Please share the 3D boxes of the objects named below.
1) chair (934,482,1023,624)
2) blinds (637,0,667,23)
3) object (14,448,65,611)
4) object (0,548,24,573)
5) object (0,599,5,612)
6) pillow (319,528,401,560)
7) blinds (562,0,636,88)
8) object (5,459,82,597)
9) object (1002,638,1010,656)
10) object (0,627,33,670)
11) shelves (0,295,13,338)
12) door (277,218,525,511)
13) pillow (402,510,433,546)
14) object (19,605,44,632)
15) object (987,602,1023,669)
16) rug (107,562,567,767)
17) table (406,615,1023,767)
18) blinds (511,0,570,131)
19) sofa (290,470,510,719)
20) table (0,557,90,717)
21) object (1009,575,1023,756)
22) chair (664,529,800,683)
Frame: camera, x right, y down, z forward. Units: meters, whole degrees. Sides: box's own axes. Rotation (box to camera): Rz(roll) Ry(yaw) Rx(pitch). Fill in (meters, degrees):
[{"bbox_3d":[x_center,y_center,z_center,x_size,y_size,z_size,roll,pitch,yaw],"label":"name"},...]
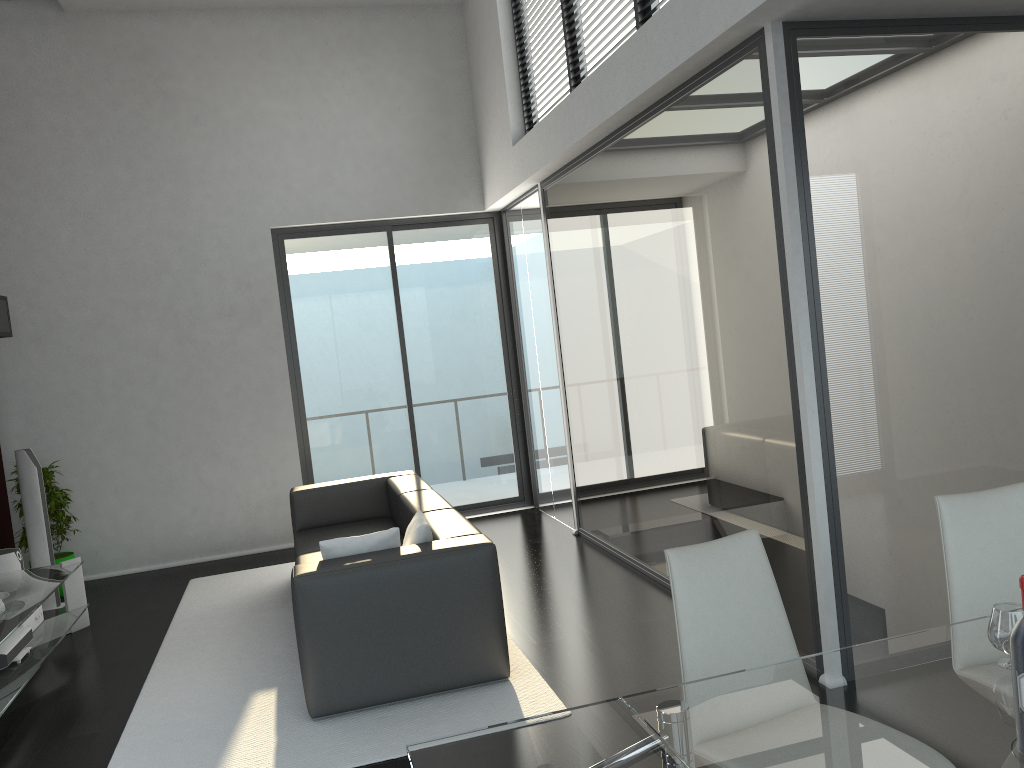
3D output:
[{"bbox_3d":[1.535,0.808,2.469,0.471,0.959,0.612,-7,3,-9],"label":"chair"},{"bbox_3d":[0.735,-2.479,4.019,0.048,1.372,1.076,-7,3,-14],"label":"blinds"},{"bbox_3d":[-3.346,1.024,6.258,0.215,1.141,0.228,-6,3,1],"label":"object"},{"bbox_3d":[-3.404,1.380,5.879,0.323,0.518,0.286,-7,3,-14],"label":"object"},{"bbox_3d":[-2.765,1.193,4.451,0.273,0.073,0.439,-7,3,-14],"label":"object"},{"bbox_3d":[-0.708,0.874,4.211,0.376,0.358,0.186,-7,3,-13],"label":"pillow"},{"bbox_3d":[0.460,-2.510,5.105,0.048,1.372,1.076,-7,3,-14],"label":"blinds"},{"bbox_3d":[-3.532,1.081,6.688,0.507,1.068,0.599,-8,4,-29],"label":"object"},{"bbox_3d":[1.105,0.583,1.779,0.206,0.105,0.206,-4,4,31],"label":"object"},{"bbox_3d":[-2.737,1.435,4.802,0.182,0.090,0.470,-7,3,-14],"label":"object"},{"bbox_3d":[-3.023,-0.382,3.174,0.305,0.301,6.988,-7,3,-14],"label":"shelves"},{"bbox_3d":[-0.941,-0.098,7.862,1.900,2.600,0.050,-7,3,-14],"label":"door"},{"bbox_3d":[-0.474,0.837,4.371,0.169,0.361,0.376,-7,3,-12],"label":"pillow"},{"bbox_3d":[-3.065,1.453,5.299,0.412,0.106,0.449,-7,3,-14],"label":"object"},{"bbox_3d":[1.116,0.561,1.978,0.098,0.132,0.098,-6,3,6],"label":"object"},{"bbox_3d":[-1.100,1.430,5.199,1.875,0.009,3.695,-7,3,-14],"label":"rug"},{"bbox_3d":[1.235,0.992,1.819,2.720,0.731,0.940,-7,3,-14],"label":"table"},{"bbox_3d":[0.185,-2.542,6.190,0.048,1.372,1.076,-7,3,-14],"label":"blinds"},{"bbox_3d":[-0.812,1.048,5.273,0.943,0.652,2.781,-7,3,-14],"label":"sofa"},{"bbox_3d":[-2.950,1.116,4.739,0.771,1.093,2.046,-7,3,-14],"label":"table"},{"bbox_3d":[0.940,0.505,1.593,0.082,0.326,0.082,-6,3,7],"label":"object"},{"bbox_3d":[0.725,0.911,2.253,0.471,0.959,0.612,-8,4,-24],"label":"chair"}]
